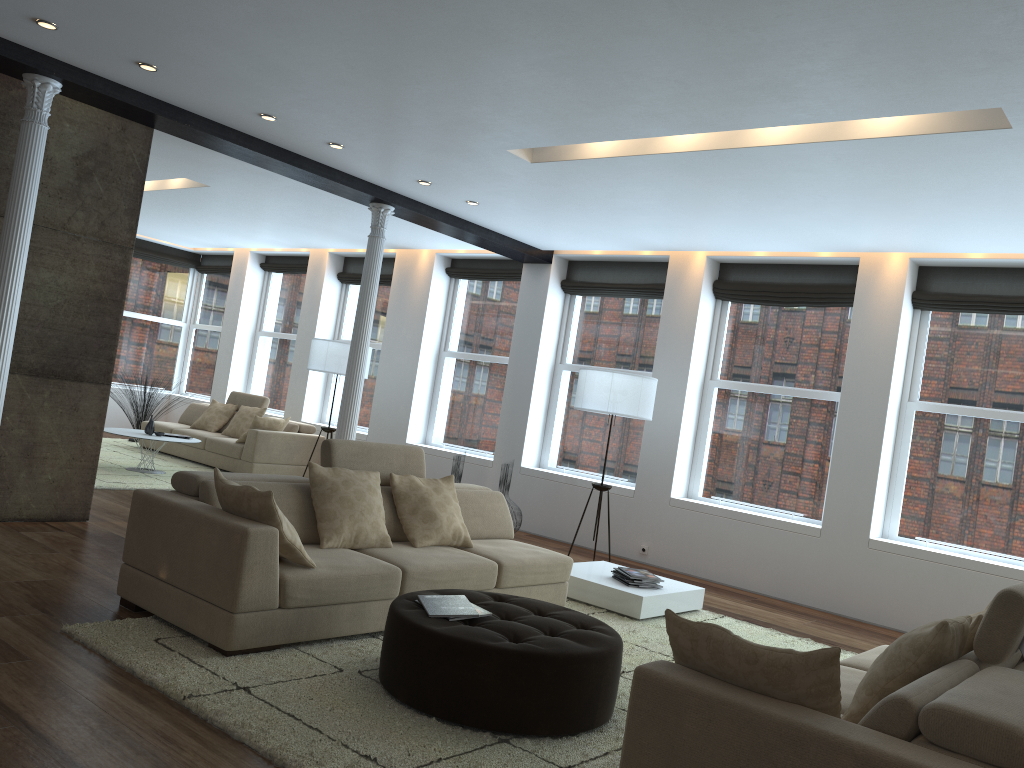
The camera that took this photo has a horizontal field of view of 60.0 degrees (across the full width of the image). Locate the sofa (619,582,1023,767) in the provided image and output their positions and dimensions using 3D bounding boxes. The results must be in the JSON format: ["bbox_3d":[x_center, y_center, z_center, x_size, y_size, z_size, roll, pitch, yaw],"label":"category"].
[{"bbox_3d":[1.512,1.139,3.283,1.021,0.950,2.581,7,-2,39],"label":"sofa"}]

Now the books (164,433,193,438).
[{"bbox_3d":[-3.689,0.566,9.742,0.300,0.010,0.220,10,-2,-36],"label":"books"}]

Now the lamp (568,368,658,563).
[{"bbox_3d":[0.815,0.762,7.841,0.698,1.728,0.698,10,-2,-27],"label":"lamp"}]

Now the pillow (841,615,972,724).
[{"bbox_3d":[1.385,0.983,3.082,0.301,0.439,0.534,8,-2,36],"label":"pillow"}]

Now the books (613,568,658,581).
[{"bbox_3d":[0.876,1.350,6.291,0.220,0.010,0.300,9,-2,-16],"label":"books"}]

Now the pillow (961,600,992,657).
[{"bbox_3d":[1.762,1.066,3.573,0.368,0.416,0.519,8,-2,35],"label":"pillow"}]

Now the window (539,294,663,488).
[{"bbox_3d":[1.030,-0.106,9.401,1.432,2.400,0.123,7,-2,39],"label":"window"}]

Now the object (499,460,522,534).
[{"bbox_3d":[-0.093,1.135,8.929,0.458,0.781,0.458,8,-2,38],"label":"object"}]

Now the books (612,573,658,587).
[{"bbox_3d":[0.870,1.388,6.290,0.220,0.010,0.300,9,-2,-16],"label":"books"}]

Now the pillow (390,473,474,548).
[{"bbox_3d":[-0.502,0.768,5.439,0.368,0.416,0.519,7,-2,44],"label":"pillow"}]

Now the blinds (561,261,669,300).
[{"bbox_3d":[1.136,-1.117,9.369,1.431,0.395,0.183,7,-2,39],"label":"blinds"}]

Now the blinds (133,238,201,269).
[{"bbox_3d":[-5.567,-2.064,14.007,0.155,0.312,1.442,7,-2,39],"label":"blinds"}]

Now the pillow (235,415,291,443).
[{"bbox_3d":[-2.943,0.544,10.507,0.395,0.393,0.518,8,-2,36],"label":"pillow"}]

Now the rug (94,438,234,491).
[{"bbox_3d":[-4.471,0.883,10.341,4.231,0.020,2.972,7,-2,39],"label":"rug"}]

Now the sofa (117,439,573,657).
[{"bbox_3d":[-0.750,0.842,5.148,1.021,0.950,2.581,7,-2,39],"label":"sofa"}]

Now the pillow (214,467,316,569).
[{"bbox_3d":[-1.193,0.639,4.224,0.518,0.393,0.395,7,-2,43],"label":"pillow"}]

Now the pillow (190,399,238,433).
[{"bbox_3d":[-3.864,0.420,11.558,0.519,0.416,0.368,8,-2,35],"label":"pillow"}]

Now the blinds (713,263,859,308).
[{"bbox_3d":[2.556,-0.924,8.217,1.439,0.424,0.156,7,-2,39],"label":"blinds"}]

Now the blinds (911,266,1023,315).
[{"bbox_3d":[3.971,-0.745,7.052,1.442,0.393,0.156,7,-2,39],"label":"blinds"}]

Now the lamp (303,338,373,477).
[{"bbox_3d":[-2.094,0.379,10.239,0.698,1.728,0.698,10,-2,-27],"label":"lamp"}]

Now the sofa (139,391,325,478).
[{"bbox_3d":[-3.598,0.575,11.321,2.581,0.950,1.018,7,-2,39],"label":"sofa"}]

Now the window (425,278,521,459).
[{"bbox_3d":[-0.360,-0.289,10.547,1.391,2.400,0.123,7,-2,39],"label":"window"}]

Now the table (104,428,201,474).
[{"bbox_3d":[-3.896,0.741,9.507,1.022,0.393,1.022,9,-2,-6],"label":"table"}]

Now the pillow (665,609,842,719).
[{"bbox_3d":[0.725,0.891,2.643,0.518,0.393,0.395,8,-2,36],"label":"pillow"}]

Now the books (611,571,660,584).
[{"bbox_3d":[0.873,1.369,6.290,0.220,0.010,0.300,10,-2,-26],"label":"books"}]

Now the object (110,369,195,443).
[{"bbox_3d":[-5.113,0.317,12.305,1.125,1.014,1.119,8,-2,26],"label":"object"}]

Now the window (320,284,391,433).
[{"bbox_3d":[-1.948,-0.497,11.856,1.345,2.400,0.123,7,-2,39],"label":"window"}]

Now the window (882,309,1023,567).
[{"bbox_3d":[3.854,0.265,7.073,1.443,2.400,0.123,7,-2,39],"label":"window"}]

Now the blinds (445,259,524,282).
[{"bbox_3d":[-0.236,-1.357,10.529,1.396,0.275,0.156,7,-2,39],"label":"blinds"}]

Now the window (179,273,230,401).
[{"bbox_3d":[-5.702,-0.158,22.788,13.698,17.917,34.761,7,-2,39],"label":"window"}]

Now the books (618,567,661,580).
[{"bbox_3d":[0.901,1.344,6.298,0.220,0.010,0.300,9,-2,-11],"label":"books"}]

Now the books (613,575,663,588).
[{"bbox_3d":[0.893,1.402,6.297,0.220,0.010,0.300,10,-2,-31],"label":"books"}]

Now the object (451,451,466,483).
[{"bbox_3d":[-0.586,1.062,9.056,0.458,0.781,0.458,8,-2,38],"label":"object"}]

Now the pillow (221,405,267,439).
[{"bbox_3d":[-3.375,0.474,11.173,0.534,0.439,0.301,8,-2,36],"label":"pillow"}]

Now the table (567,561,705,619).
[{"bbox_3d":[0.785,1.490,6.461,0.900,0.170,0.900,7,-2,39],"label":"table"}]

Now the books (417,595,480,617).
[{"bbox_3d":[-0.284,0.973,3.895,0.220,0.040,0.301,9,-2,-16],"label":"books"}]

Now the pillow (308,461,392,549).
[{"bbox_3d":[-0.899,0.683,4.964,0.301,0.439,0.534,7,-2,43],"label":"pillow"}]

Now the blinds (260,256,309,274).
[{"bbox_3d":[-3.199,-1.747,12.972,1.442,0.275,0.156,7,-2,39],"label":"blinds"}]

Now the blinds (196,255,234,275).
[{"bbox_3d":[-4.597,-1.904,14.121,1.377,0.327,0.156,7,-2,39],"label":"blinds"}]

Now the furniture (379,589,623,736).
[{"bbox_3d":[-0.046,1.199,3.945,1.057,0.355,1.057,7,-2,41],"label":"furniture"}]

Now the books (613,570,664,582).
[{"bbox_3d":[0.899,1.364,6.298,0.220,0.010,0.300,10,-2,-36],"label":"books"}]

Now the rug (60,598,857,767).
[{"bbox_3d":[0.456,1.485,4.637,2.972,0.020,4.231,7,-2,39],"label":"rug"}]

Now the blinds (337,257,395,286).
[{"bbox_3d":[-1.832,-1.507,11.836,1.342,0.393,0.156,7,-2,39],"label":"blinds"}]

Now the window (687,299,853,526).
[{"bbox_3d":[2.440,0.079,8.239,1.442,2.400,0.123,7,-2,39],"label":"window"}]

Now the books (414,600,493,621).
[{"bbox_3d":[-0.261,0.985,3.902,0.219,0.031,0.300,10,-2,-36],"label":"books"}]

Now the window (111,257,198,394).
[{"bbox_3d":[-5.785,-1.028,14.045,0.123,2.400,1.474,7,-2,39],"label":"window"}]

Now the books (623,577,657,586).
[{"bbox_3d":[0.896,1.383,6.297,0.220,0.010,0.300,9,-2,-1],"label":"books"}]

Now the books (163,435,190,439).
[{"bbox_3d":[-3.683,0.575,9.717,0.300,0.010,0.220,9,-2,-16],"label":"books"}]

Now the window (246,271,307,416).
[{"bbox_3d":[-3.326,-0.678,12.992,1.444,2.400,0.123,7,-2,39],"label":"window"}]

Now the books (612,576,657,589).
[{"bbox_3d":[0.867,1.407,6.289,0.220,0.010,0.300,9,-2,-16],"label":"books"}]
